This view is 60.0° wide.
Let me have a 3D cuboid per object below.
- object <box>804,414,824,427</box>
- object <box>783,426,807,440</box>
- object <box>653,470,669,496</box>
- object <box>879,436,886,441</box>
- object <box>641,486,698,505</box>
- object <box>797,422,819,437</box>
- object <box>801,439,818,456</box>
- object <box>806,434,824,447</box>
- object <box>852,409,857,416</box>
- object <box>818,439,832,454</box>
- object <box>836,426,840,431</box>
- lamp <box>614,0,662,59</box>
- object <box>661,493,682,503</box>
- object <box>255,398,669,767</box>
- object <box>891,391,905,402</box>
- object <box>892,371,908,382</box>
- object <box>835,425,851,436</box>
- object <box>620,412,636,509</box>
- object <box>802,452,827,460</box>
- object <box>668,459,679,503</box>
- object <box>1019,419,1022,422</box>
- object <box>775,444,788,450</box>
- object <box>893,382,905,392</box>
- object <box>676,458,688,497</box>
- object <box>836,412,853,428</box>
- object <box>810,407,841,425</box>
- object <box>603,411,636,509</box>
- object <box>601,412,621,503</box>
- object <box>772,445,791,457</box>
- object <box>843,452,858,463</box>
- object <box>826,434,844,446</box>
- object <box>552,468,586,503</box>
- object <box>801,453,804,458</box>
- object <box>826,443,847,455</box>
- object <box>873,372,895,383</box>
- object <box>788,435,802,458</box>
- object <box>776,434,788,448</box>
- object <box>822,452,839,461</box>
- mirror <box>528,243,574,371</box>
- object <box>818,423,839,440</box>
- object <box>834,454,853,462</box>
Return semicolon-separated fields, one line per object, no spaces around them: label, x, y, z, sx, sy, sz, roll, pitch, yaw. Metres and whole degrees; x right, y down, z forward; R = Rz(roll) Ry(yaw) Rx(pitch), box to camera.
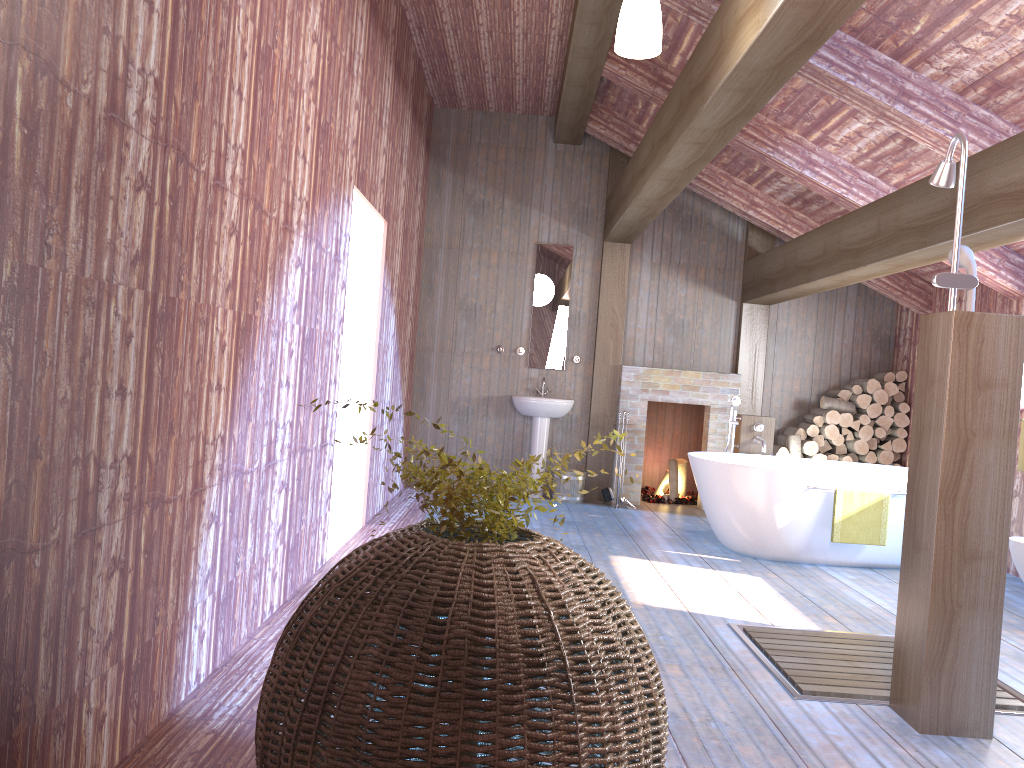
object;2.819;0.338;8.279;0.106;0.112;0.282;4;1;1
object;2.651;0.462;8.312;0.114;0.113;0.301;4;1;-3
object;1.539;1.015;8.940;0.221;0.306;0.121;5;1;27
object;3.419;0.489;8.265;0.067;0.069;0.177;4;1;0
object;1.593;1.139;9.096;0.829;0.085;0.935;4;1;-18
object;2.759;0.425;8.264;0.115;0.123;0.291;4;1;1
object;2.716;0.576;8.273;0.138;0.147;0.440;4;1;0
object;2.810;0.518;8.282;0.111;0.113;0.301;4;1;-1
object;3.140;0.250;8.369;0.121;0.124;0.291;4;1;1
object;2.906;0.576;8.370;0.128;0.150;0.323;4;1;0
object;2.993;0.420;8.256;0.057;0.061;0.156;4;1;-1
lamp;0.507;-1.742;3.304;0.174;1.001;0.174;4;1;-20
object;1.579;1.128;8.786;0.278;0.084;0.085;4;1;-44
object;-0.098;0.591;2.137;0.972;1.073;0.970;4;1;-20
object;3.572;0.115;8.310;0.107;0.115;0.269;4;1;1
object;3.590;-0.066;8.309;0.112;0.113;0.271;4;1;0
object;3.067;0.435;8.272;0.088;0.092;0.280;4;1;1
object;1.056;0.695;8.138;0.206;0.871;0.126;5;1;43
object;2.795;0.691;8.290;0.139;0.148;0.458;4;1;0
object;1.599;0.965;8.775;0.098;0.434;0.283;4;1;-2
object;3.559;0.258;5.923;0.091;0.043;0.581;4;1;0
object;2.549;0.620;8.379;0.099;0.093;0.280;4;1;1
object;3.588;0.020;8.325;0.081;0.100;0.281;4;1;0
object;1.704;0.985;9.004;0.140;0.459;0.266;5;1;17
object;3.033;0.321;8.275;0.138;0.147;0.440;4;1;0
object;2.920;0.298;8.274;0.135;0.145;0.439;4;1;0
object;0.980;0.686;8.201;0.276;0.888;0.333;5;1;42
object;0.910;0.671;8.149;0.136;0.846;0.062;4;1;-19
object;2.455;0.639;8.282;0.139;0.137;0.455;4;1;-2
object;3.153;0.696;8.375;0.116;0.118;0.289;4;1;-3
object;2.989;0.506;8.269;0.115;0.123;0.291;4;1;1
object;0.532;0.949;8.278;0.309;0.290;0.308;4;1;10
object;2.645;0.669;8.366;0.121;0.124;0.291;4;1;1
object;3.054;0.602;8.374;0.104;0.127;0.321;4;1;0
object;3.482;-0.051;8.307;0.104;0.121;0.270;4;1;1
object;2.583;0.610;8.101;0.147;0.298;0.109;4;1;2
object;2.597;0.541;8.381;0.108;0.113;0.302;4;1;0
object;2.938;0.694;8.279;0.114;0.120;0.303;4;1;1
mirror;0.371;-0.739;8.491;0.350;1.199;0.009;4;1;0
object;2.897;0.434;8.270;0.141;0.143;0.437;4;1;-2
object;3.041;0.698;8.275;0.098;0.100;0.437;4;1;-2
